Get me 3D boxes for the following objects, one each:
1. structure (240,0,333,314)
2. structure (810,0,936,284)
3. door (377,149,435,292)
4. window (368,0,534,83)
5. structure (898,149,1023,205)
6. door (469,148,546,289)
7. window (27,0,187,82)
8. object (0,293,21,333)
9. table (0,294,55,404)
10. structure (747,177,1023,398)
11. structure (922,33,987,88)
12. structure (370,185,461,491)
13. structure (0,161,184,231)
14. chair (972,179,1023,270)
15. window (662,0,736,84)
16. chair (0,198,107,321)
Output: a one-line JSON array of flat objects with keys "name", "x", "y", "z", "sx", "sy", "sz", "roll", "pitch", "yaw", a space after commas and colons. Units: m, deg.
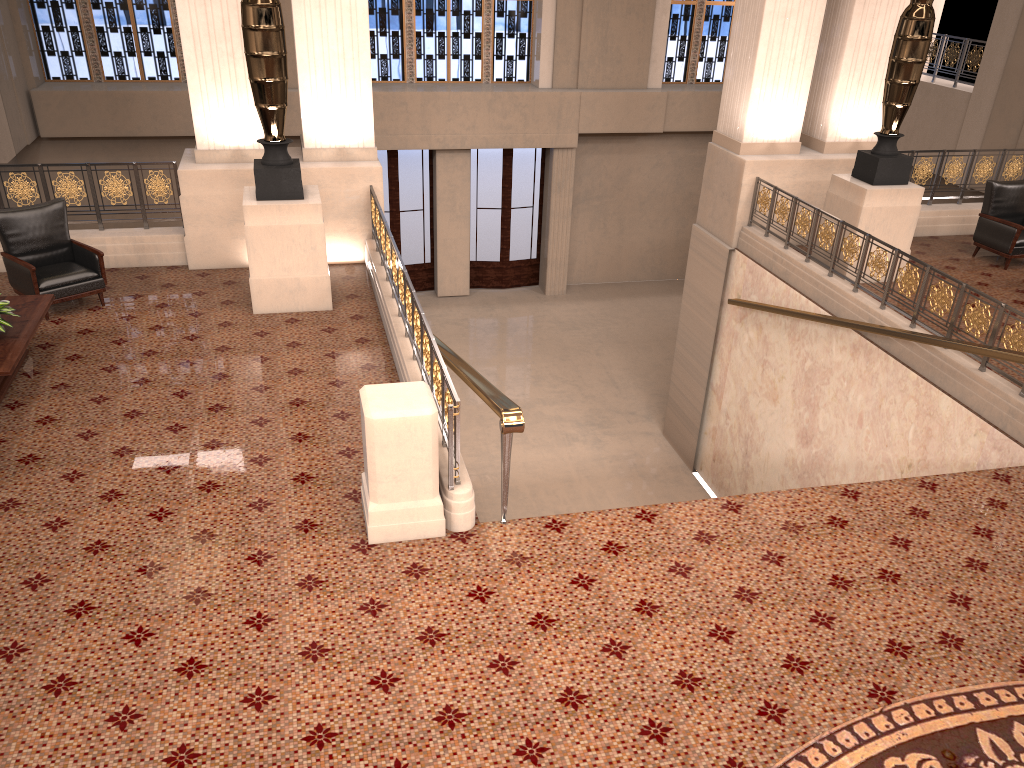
[{"name": "structure", "x": -2.012, "y": -2.066, "z": 7.523, "sx": 0.698, "sy": 2.933, "sz": 0.667, "roll": -5, "pitch": 31, "yaw": -12}, {"name": "structure", "x": 3.755, "y": -2.478, "z": 8.782, "sx": 0.698, "sy": 2.933, "sz": 0.667, "roll": -5, "pitch": 31, "yaw": -12}, {"name": "door", "x": -2.159, "y": -2.994, "z": 16.208, "sx": 1.488, "sy": 2.865, "sz": 0.148, "roll": -5, "pitch": 31, "yaw": -12}, {"name": "window", "x": -1.027, "y": -7.772, "z": 14.201, "sx": 2.981, "sy": 5.636, "sz": 0.066, "roll": -5, "pitch": 31, "yaw": -12}, {"name": "structure", "x": 5.605, "y": -2.538, "z": 10.810, "sx": 2.529, "sy": 0.689, "sz": 0.031, "roll": -4, "pitch": 31, "yaw": -12}, {"name": "door", "x": -0.127, "y": -3.139, "z": 16.651, "sx": 1.488, "sy": 2.865, "sz": 0.148, "roll": -5, "pitch": 31, "yaw": -12}, {"name": "window", "x": -5.991, "y": -7.417, "z": 13.118, "sx": 2.981, "sy": 5.636, "sz": 0.066, "roll": -5, "pitch": 31, "yaw": -12}, {"name": "object", "x": -3.722, "y": -0.501, "z": 6.093, "sx": 0.499, "sy": 0.396, "sz": 0.502, "roll": 11, "pitch": 29, "yaw": 16}, {"name": "table", "x": -3.860, "y": -0.173, "z": 6.382, "sx": 0.837, "sy": 0.459, "sz": 1.406, "roll": -5, "pitch": 28, "yaw": -13}, {"name": "structure", "x": 3.261, "y": -0.987, "z": 7.838, "sx": 0.079, "sy": 0.565, "sz": 4.707, "roll": -6, "pitch": 28, "yaw": -13}, {"name": "structure", "x": 6.613, "y": -5.036, "z": 13.638, "sx": 0.031, "sy": 0.703, "sz": 2.054, "roll": -6, "pitch": 28, "yaw": -13}, {"name": "structure", "x": -0.856, "y": -0.692, "z": 6.939, "sx": 0.079, "sy": 0.565, "sz": 4.705, "roll": -5, "pitch": 28, "yaw": -12}, {"name": "structure", "x": -4.553, "y": -1.812, "z": 8.593, "sx": 2.529, "sy": 0.689, "sz": 0.031, "roll": -4, "pitch": 31, "yaw": -12}, {"name": "chair", "x": 5.637, "y": -1.783, "z": 9.816, "sx": 0.645, "sy": 0.888, "sz": 0.685, "roll": -8, "pitch": 30, "yaw": -17}, {"name": "window", "x": 4.108, "y": -8.139, "z": 15.322, "sx": 2.981, "sy": 5.636, "sz": 0.066, "roll": -5, "pitch": 31, "yaw": -12}, {"name": "chair", "x": -4.026, "y": -1.091, "z": 7.704, "sx": 0.701, "sy": 0.888, "sz": 0.630, "roll": 25, "pitch": 36, "yaw": 35}]
